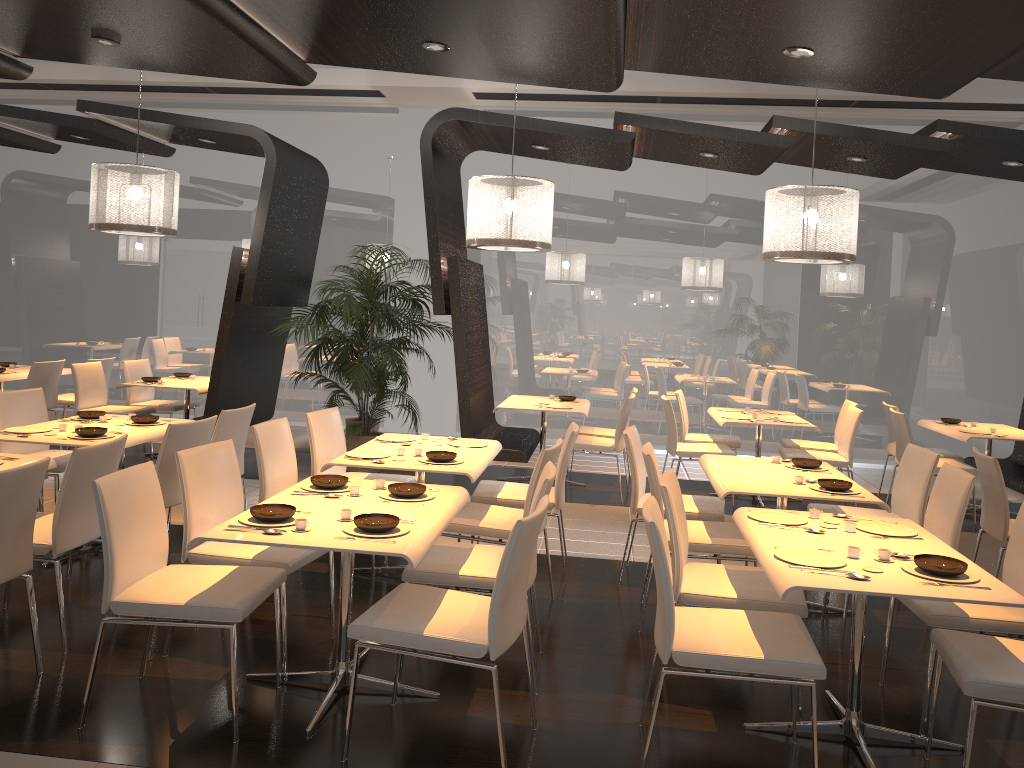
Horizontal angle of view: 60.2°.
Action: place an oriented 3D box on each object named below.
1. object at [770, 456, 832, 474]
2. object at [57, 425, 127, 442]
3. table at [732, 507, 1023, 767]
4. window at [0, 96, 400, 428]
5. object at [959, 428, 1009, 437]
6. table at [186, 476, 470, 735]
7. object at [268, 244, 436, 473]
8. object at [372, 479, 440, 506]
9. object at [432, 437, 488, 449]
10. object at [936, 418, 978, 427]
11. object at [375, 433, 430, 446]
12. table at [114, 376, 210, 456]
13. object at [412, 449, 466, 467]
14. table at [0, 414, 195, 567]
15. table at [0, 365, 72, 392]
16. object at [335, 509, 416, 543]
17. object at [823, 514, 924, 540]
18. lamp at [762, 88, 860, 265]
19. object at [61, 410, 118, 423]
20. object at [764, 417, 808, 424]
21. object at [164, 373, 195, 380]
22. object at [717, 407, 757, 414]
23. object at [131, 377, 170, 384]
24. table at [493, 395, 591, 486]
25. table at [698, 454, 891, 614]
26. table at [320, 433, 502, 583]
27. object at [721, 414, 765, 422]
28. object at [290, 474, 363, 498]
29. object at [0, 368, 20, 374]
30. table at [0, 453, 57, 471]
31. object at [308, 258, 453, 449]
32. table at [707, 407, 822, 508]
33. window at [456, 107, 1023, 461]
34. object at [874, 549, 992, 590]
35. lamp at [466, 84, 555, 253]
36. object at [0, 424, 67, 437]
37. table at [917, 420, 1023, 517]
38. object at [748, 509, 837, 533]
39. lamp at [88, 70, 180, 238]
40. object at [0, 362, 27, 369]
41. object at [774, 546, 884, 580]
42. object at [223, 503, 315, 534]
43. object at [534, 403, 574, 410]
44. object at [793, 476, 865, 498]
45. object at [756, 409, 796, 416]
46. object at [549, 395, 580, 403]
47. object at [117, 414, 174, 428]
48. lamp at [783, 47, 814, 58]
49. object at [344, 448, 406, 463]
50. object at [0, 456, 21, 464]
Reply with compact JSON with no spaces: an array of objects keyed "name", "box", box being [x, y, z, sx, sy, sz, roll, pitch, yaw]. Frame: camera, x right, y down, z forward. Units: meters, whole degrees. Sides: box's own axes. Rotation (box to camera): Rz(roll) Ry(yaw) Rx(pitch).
[{"name":"object","box":[1.663,0.456,5.101,0.303,0.044,0.366,3,5,5]},{"name":"object","box":[-2.377,0.269,4.969,0.303,0.044,0.366,3,5,5]},{"name":"table","box":[1.294,0.973,3.315,0.800,0.725,1.150,3,4,6]},{"name":"window","box":[-4.555,-1.590,10.771,6.581,3.978,0.070,3,0,7]},{"name":"object","box":[3.854,0.388,7.220,0.335,0.038,0.378,3,5,0]},{"name":"table","box":[-0.665,0.858,3.540,0.800,0.725,1.150,3,4,6]},{"name":"object","box":[-1.318,-0.219,8.010,1.561,2.058,1.508,3,2,0]},{"name":"object","box":[-0.478,0.458,3.830,0.303,0.044,0.366,3,5,5]},{"name":"object","box":[-0.315,0.342,5.346,0.334,0.038,0.378,2,5,-5]},{"name":"object","box":[3.930,0.337,7.833,0.303,0.044,0.366,3,5,5]},{"name":"object","box":[-0.661,0.326,5.333,0.335,0.038,0.378,3,5,0]},{"name":"table","box":[-3.069,0.337,8.329,0.800,0.725,1.150,3,4,6]},{"name":"object","box":[-0.403,0.386,4.730,0.303,0.044,0.366,3,5,5]},{"name":"table","box":[-2.525,0.621,5.273,0.800,0.725,1.150,3,4,6]},{"name":"table","box":[-4.955,0.226,8.552,0.800,0.725,1.150,3,4,6]},{"name":"object","box":[-0.519,0.506,3.238,0.303,0.044,0.366,3,5,5]},{"name":"object","box":[1.474,0.572,3.648,0.334,0.038,0.378,2,5,-5]},{"name":"lamp","box":[2.135,-1.826,6.224,0.628,1.929,0.626,3,1,34]},{"name":"object","box":[-2.647,0.204,5.590,0.303,0.044,0.366,3,5,5]},{"name":"object","box":[2.308,0.293,7.451,0.334,0.038,0.378,2,5,-5]},{"name":"object","box":[-3.200,-0.080,8.636,0.303,0.044,0.366,3,5,0]},{"name":"object","box":[2.038,0.232,8.022,0.335,0.038,0.378,3,5,0]},{"name":"object","box":[-3.264,-0.032,8.032,0.303,0.044,0.366,3,5,5]},{"name":"table","box":[0.278,0.532,7.965,0.800,0.725,1.150,3,4,6]},{"name":"table","box":[1.581,0.863,4.789,1.053,0.725,1.150,3,4,6]},{"name":"table","box":[-0.532,0.740,5.027,0.800,0.725,1.150,3,4,6]},{"name":"object","box":[1.939,0.278,7.421,0.335,0.038,0.378,3,5,0]},{"name":"object","box":[-0.779,0.440,3.870,0.303,0.044,0.366,3,5,5]},{"name":"object","box":[-4.812,-0.124,8.224,0.303,0.044,0.366,3,5,5]},{"name":"table","box":[-2.689,0.739,3.776,0.800,0.725,1.150,3,4,6]},{"name":"object","box":[-1.414,-0.317,9.111,1.503,2.058,1.566,2,2,-32]},{"name":"table","box":[2.152,0.643,7.739,0.800,0.725,1.150,3,4,6]},{"name":"window","box":[2.590,-1.171,9.954,6.581,3.978,0.070,3,0,7]},{"name":"object","box":[1.428,0.619,3.032,0.303,0.044,0.366,3,5,5]},{"name":"lamp","box":[0.021,-1.950,6.466,0.628,1.929,0.626,3,1,34]},{"name":"object","box":[-2.708,0.255,4.987,0.335,0.038,0.378,3,5,0]},{"name":"table","box":[4.038,0.754,7.516,0.800,0.725,1.150,3,4,6]},{"name":"object","box":[1.161,0.556,3.666,0.335,0.038,0.378,3,5,0]},{"name":"lamp","box":[-2.864,-2.119,6.796,0.626,1.929,0.628,3,1,-22]},{"name":"object","box":[-5.048,-0.189,8.857,0.303,0.044,0.365,4,5,10]},{"name":"object","box":[1.092,0.604,3.056,0.335,0.038,0.378,3,5,0]},{"name":"object","box":[-0.861,0.488,3.255,0.303,0.044,0.366,3,5,5]},{"name":"object","box":[0.362,0.179,7.673,0.334,0.038,0.378,2,5,-5]},{"name":"object","box":[1.590,0.507,4.456,0.303,0.044,0.366,3,5,5]},{"name":"object","box":[2.393,0.246,8.062,0.334,0.038,0.378,2,5,-5]},{"name":"object","box":[0.487,0.135,8.236,0.303,0.044,0.366,3,5,5]},{"name":"object","box":[-2.322,0.222,5.559,0.303,0.044,0.366,3,5,5]},{"name":"lamp","box":[1.557,-1.815,4.801,0.161,0.050,0.162,4,5,12]},{"name":"object","box":[-0.730,0.374,4.723,0.335,0.038,0.378,3,5,0]},{"name":"object","box":[-2.482,0.341,4.055,0.303,0.044,0.366,3,5,5]}]
